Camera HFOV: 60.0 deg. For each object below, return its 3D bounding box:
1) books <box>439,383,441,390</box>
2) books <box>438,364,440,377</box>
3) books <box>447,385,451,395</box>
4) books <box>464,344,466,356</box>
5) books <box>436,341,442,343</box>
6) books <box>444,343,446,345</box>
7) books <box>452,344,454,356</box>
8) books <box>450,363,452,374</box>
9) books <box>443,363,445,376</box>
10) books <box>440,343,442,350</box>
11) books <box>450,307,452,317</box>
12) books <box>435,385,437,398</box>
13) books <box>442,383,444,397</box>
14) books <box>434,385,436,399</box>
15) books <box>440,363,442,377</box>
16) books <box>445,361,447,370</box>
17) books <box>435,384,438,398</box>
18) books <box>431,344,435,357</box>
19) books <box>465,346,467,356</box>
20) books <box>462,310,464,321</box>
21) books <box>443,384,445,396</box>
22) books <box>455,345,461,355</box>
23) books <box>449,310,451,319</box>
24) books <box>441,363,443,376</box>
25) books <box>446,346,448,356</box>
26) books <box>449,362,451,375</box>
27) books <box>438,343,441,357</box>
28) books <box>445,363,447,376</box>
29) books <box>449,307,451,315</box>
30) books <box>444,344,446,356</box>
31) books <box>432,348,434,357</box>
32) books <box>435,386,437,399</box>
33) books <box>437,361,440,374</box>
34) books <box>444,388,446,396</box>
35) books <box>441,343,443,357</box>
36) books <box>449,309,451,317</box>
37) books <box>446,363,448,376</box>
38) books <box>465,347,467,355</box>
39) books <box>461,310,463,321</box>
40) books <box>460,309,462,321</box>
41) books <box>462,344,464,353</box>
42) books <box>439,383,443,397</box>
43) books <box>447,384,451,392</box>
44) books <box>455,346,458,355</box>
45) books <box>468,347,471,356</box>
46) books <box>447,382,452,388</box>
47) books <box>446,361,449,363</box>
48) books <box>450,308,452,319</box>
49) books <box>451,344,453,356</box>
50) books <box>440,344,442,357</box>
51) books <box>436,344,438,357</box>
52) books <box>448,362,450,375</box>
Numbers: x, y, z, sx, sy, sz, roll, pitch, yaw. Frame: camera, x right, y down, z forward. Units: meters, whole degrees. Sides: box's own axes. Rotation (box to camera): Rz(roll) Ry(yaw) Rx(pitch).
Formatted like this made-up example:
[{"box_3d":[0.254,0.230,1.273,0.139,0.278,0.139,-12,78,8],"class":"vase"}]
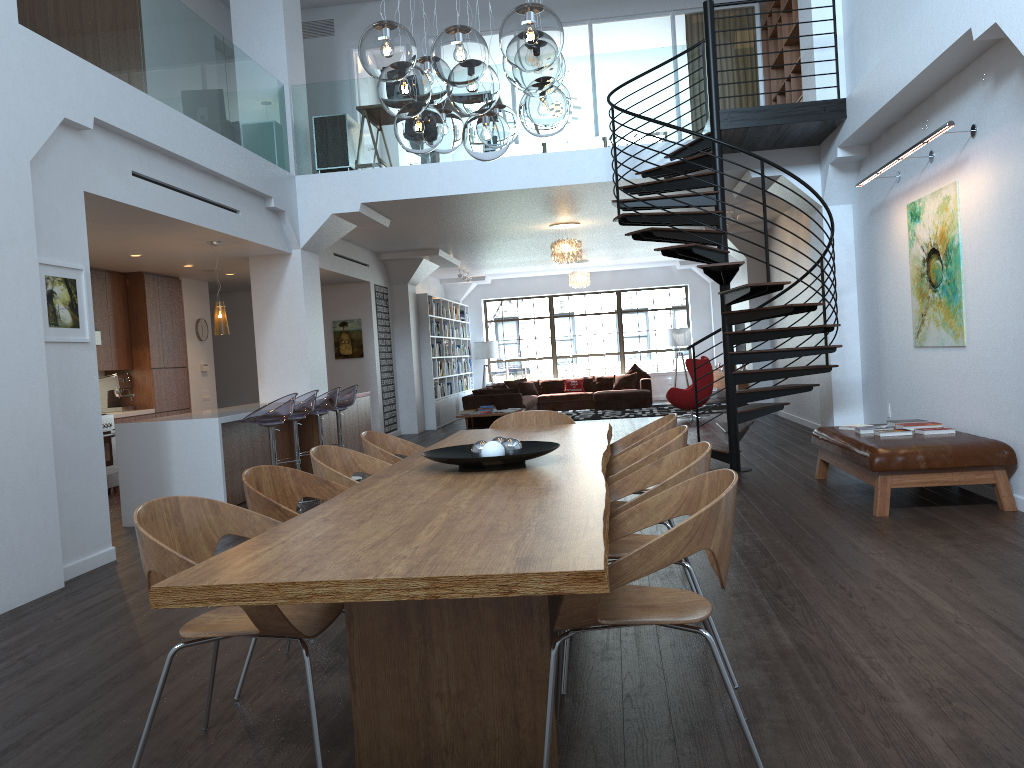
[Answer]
[{"box_3d":[-1.408,0.123,16.442,0.183,0.253,0.042,-4,2,7],"class":"books"},{"box_3d":[-1.433,-0.248,16.405,0.171,0.246,0.057,-4,2,7],"class":"books"},{"box_3d":[-1.284,0.117,17.432,0.139,0.191,0.036,-4,2,7],"class":"books"},{"box_3d":[-1.113,-0.741,19.443,0.183,0.253,0.042,-4,2,7],"class":"books"},{"box_3d":[-1.408,-0.658,16.816,0.176,0.294,0.102,-4,2,7],"class":"books"},{"box_3d":[-1.369,-0.655,17.200,0.183,0.253,0.042,-4,2,7],"class":"books"},{"box_3d":[-1.283,-0.681,17.969,0.183,0.253,0.039,-4,2,7],"class":"books"},{"box_3d":[-1.295,-0.288,17.647,0.168,0.231,0.037,-4,2,6],"class":"books"},{"box_3d":[-1.377,-0.271,16.862,0.183,0.253,0.034,-4,2,7],"class":"books"},{"box_3d":[-1.417,-0.636,16.721,0.182,0.253,0.034,-4,2,7],"class":"books"},{"box_3d":[-1.316,-1.434,18.049,0.160,0.251,0.039,-4,2,7],"class":"books"},{"box_3d":[-1.457,0.142,16.003,0.183,0.253,0.042,-4,2,7],"class":"books"},{"box_3d":[-1.377,0.115,16.678,0.183,0.253,0.042,-4,2,7],"class":"books"},{"box_3d":[-1.459,0.152,15.891,0.174,0.240,0.054,-4,2,7],"class":"books"},{"box_3d":[-1.407,-0.257,16.612,0.171,0.246,0.057,-4,2,7],"class":"books"},{"box_3d":[-1.348,-0.298,17.124,0.176,0.290,0.053,-4,2,6],"class":"books"},{"box_3d":[-1.447,0.139,16.085,0.180,0.251,0.048,-4,2,7],"class":"books"},{"box_3d":[-1.479,-0.600,16.063,0.140,0.231,0.042,-4,2,7],"class":"books"},{"box_3d":[-1.088,-0.723,19.589,0.161,0.207,0.135,-4,2,6],"class":"books"},{"box_3d":[-1.159,-1.492,19.485,0.183,0.253,0.042,-4,2,7],"class":"books"},{"box_3d":[-1.367,0.121,16.768,0.174,0.236,0.142,-4,2,6],"class":"books"},{"box_3d":[-1.165,-0.708,18.853,0.140,0.231,0.042,-4,2,7],"class":"books"},{"box_3d":[-1.339,-1.418,17.849,0.174,0.236,0.136,-4,2,6],"class":"books"},{"box_3d":[-1.400,-0.263,16.694,0.183,0.253,0.034,-4,2,7],"class":"books"},{"box_3d":[-1.343,-0.636,17.320,0.161,0.207,0.135,-4,2,6],"class":"books"},{"box_3d":[-1.307,-0.296,17.541,0.183,0.253,0.034,-4,2,6],"class":"books"},{"box_3d":[-1.428,-0.631,16.581,0.182,0.253,0.034,-4,2,7],"class":"books"},{"box_3d":[-1.348,-0.276,17.060,0.160,0.250,0.026,-4,2,6],"class":"books"},{"box_3d":[-1.327,-1.431,17.984,0.160,0.251,0.031,-4,2,7],"class":"books"},{"box_3d":[-1.371,-0.644,17.088,0.174,0.240,0.054,-4,2,7],"class":"books"},{"box_3d":[-1.476,-0.565,15.978,0.120,0.167,0.020,-4,2,7],"class":"books"},{"box_3d":[-1.446,0.157,15.966,0.161,0.223,0.032,-4,2,7],"class":"books"},{"box_3d":[-1.428,-0.274,16.487,0.176,0.290,0.053,-4,2,7],"class":"books"},{"box_3d":[-1.352,0.133,16.824,0.161,0.207,0.135,-4,2,6],"class":"books"},{"box_3d":[-1.403,-0.638,16.753,0.182,0.253,0.034,-4,2,7],"class":"books"},{"box_3d":[-1.324,-1.406,17.903,0.161,0.207,0.130,-4,2,6],"class":"books"},{"box_3d":[-1.342,-0.282,17.168,0.183,0.253,0.034,-4,2,6],"class":"books"},{"box_3d":[-1.103,-0.735,19.533,0.174,0.236,0.142,-4,2,6],"class":"books"},{"box_3d":[-1.178,-1.486,19.356,0.183,0.253,0.042,-4,2,7],"class":"books"},{"box_3d":[-1.193,-1.481,19.226,0.183,0.253,0.042,-4,2,7],"class":"books"},{"box_3d":[-1.144,-0.731,19.206,0.183,0.253,0.042,-4,2,7],"class":"books"},{"box_3d":[-1.392,0.116,16.593,0.180,0.259,0.042,-4,2,7],"class":"books"},{"box_3d":[-1.286,0.110,17.465,0.146,0.202,0.027,-4,2,7],"class":"books"},{"box_3d":[-1.208,-0.681,18.487,0.140,0.206,0.042,-4,2,7],"class":"books"},{"box_3d":[-1.042,-0.743,20.004,0.182,0.215,0.188,-4,2,7],"class":"books"},{"box_3d":[-1.265,0.088,17.657,0.140,0.231,0.042,-4,2,7],"class":"books"},{"box_3d":[-1.321,-0.309,17.395,0.176,0.290,0.036,-4,2,6],"class":"books"},{"box_3d":[-1.314,-1.419,18.014,0.161,0.223,0.032,-4,2,7],"class":"books"},{"box_3d":[-1.284,-0.680,17.863,0.174,0.251,0.051,-4,2,7],"class":"books"},{"box_3d":[-1.415,-0.628,16.681,0.174,0.239,0.045,-4,2,7],"class":"books"},{"box_3d":[-1.457,-0.615,16.334,0.174,0.239,0.045,-4,2,7],"class":"books"},{"box_3d":[-1.314,-0.289,17.360,0.183,0.253,0.034,-4,2,6],"class":"books"}]
